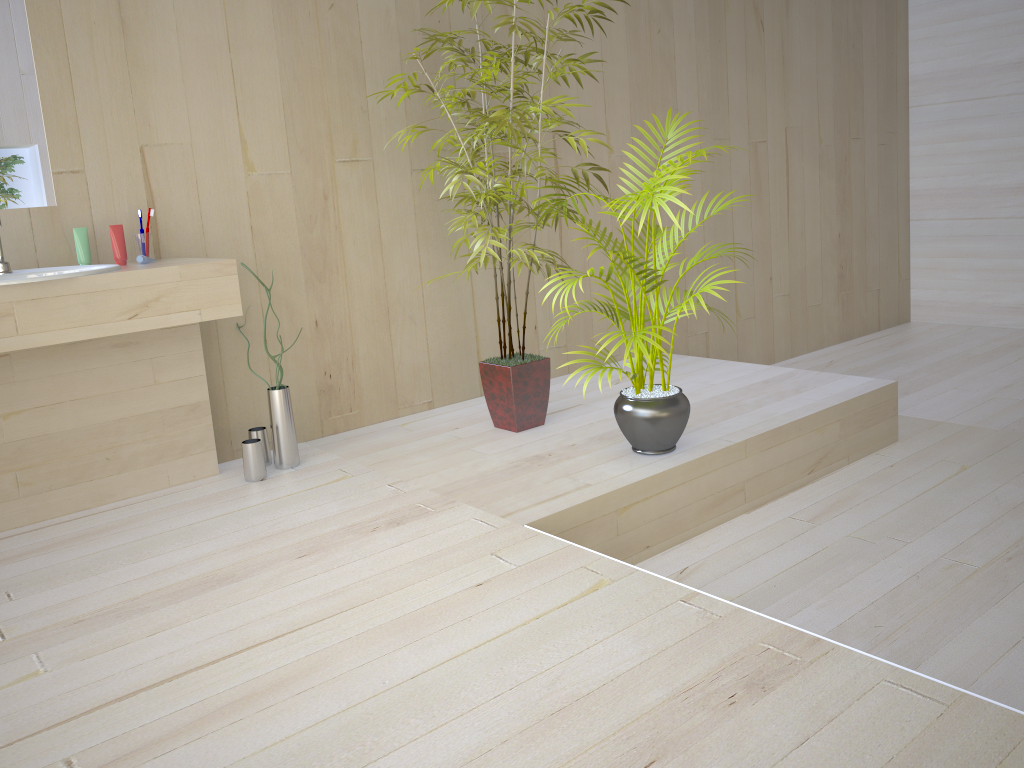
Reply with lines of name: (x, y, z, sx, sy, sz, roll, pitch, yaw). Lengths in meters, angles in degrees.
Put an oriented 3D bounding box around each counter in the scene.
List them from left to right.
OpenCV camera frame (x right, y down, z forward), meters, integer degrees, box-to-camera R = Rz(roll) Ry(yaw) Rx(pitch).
counter: (-1.459, 0.086, 2.629, 1.213, 0.783, 0.552, -13, 13, -38)

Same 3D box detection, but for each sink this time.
sink: (-1.435, -0.320, 2.549, 0.577, 0.415, 0.506, -12, 13, -34)

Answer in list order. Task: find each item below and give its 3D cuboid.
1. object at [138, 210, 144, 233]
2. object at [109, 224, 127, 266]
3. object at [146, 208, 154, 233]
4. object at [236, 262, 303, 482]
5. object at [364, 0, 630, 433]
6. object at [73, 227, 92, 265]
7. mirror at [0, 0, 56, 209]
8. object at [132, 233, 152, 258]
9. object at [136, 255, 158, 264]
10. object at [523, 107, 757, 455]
object: (-1.246, -0.499, 2.983, 0.012, 0.173, 0.054, -7, 10, -13)
object: (-1.279, -0.450, 2.880, 0.039, 0.133, 0.039, -4, 9, 3)
object: (-1.213, -0.500, 2.967, 0.050, 0.176, 0.012, -4, 9, 1)
object: (-0.962, -0.056, 3.176, 0.407, 0.742, 0.276, 3, 12, 39)
object: (-0.067, -0.694, 3.413, 0.937, 1.740, 0.793, -7, 10, -13)
object: (-1.393, -0.440, 2.874, 0.039, 0.133, 0.039, -4, 9, 3)
mirror: (-1.777, -0.939, 2.625, 0.657, 0.860, 0.023, -13, 12, -38)
object: (-1.239, -0.456, 2.974, 0.059, 0.099, 0.059, -10, 11, -28)
object: (-1.195, -0.410, 2.895, 0.032, 0.028, 0.105, -4, 12, 2)
object: (0.460, -0.333, 2.906, 0.751, 1.146, 0.925, -5, 10, -5)
